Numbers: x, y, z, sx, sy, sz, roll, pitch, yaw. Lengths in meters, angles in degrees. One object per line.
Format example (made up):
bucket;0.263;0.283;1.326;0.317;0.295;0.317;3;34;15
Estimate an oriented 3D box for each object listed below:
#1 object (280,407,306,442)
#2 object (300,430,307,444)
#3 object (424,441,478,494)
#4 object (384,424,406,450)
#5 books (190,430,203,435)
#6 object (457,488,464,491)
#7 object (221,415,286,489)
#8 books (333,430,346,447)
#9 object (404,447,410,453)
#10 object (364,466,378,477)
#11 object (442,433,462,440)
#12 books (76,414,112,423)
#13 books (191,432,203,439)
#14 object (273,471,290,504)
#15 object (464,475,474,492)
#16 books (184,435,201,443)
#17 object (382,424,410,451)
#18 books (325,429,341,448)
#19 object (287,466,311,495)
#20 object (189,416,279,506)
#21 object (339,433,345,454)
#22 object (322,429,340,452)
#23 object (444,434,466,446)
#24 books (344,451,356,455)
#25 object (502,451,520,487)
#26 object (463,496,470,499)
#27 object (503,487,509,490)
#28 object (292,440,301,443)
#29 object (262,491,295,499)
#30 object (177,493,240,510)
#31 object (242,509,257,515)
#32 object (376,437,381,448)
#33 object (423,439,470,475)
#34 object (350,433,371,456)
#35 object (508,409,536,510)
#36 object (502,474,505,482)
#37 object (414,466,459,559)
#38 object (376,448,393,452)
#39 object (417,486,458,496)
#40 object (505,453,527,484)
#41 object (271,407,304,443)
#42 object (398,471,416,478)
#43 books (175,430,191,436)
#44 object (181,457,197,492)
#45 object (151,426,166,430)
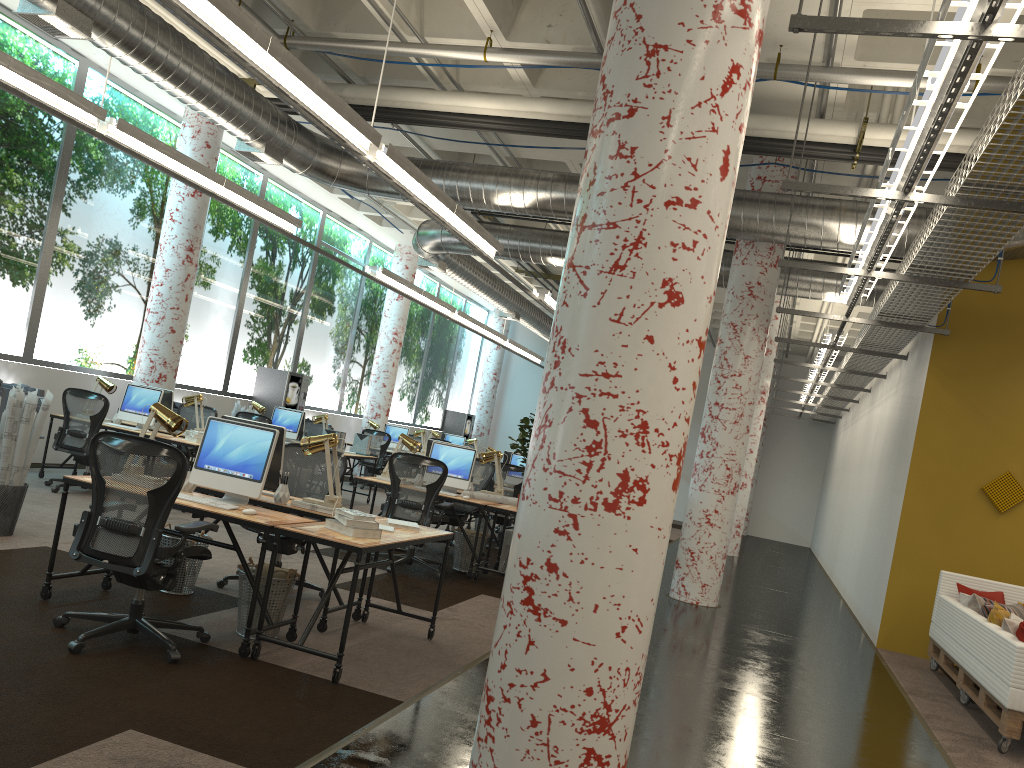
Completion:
object;-3.413;0.624;13.561;0.482;0.485;0.190;10;-1;17
object;-3.137;0.807;13.407;0.102;0.209;0.101;11;-1;-28
object;-0.618;0.855;8.915;0.482;0.485;0.190;10;-1;17
object;-2.309;1.058;17.384;0.482;0.485;0.190;10;-1;17
books;-3.419;0.537;9.713;0.184;0.030;0.153;7;-5;45
object;-0.676;1.128;9.701;0.438;0.017;0.119;10;-3;17
object;-1.747;0.483;5.852;0.482;0.485;0.190;10;-1;17
books;-2.520;0.828;12.688;0.233;0.310;0.068;10;-1;17
object;-2.032;1.241;17.230;0.102;0.209;0.101;11;-1;-28
object;-2.768;1.737;17.434;0.358;0.435;0.354;10;-2;13
object;-1.409;1.412;20.500;0.482;0.485;0.190;10;-1;17
books;-4.760;0.390;10.082;0.308;0.038;0.226;10;-3;17
books;-3.413;0.570;9.722;0.193;0.044;0.256;12;-4;-26
object;-1.470;0.667;5.698;0.102;0.209;0.101;11;-1;-28
object;-0.442;1.054;9.342;0.102;0.209;0.101;11;-1;-28
books;-3.428;0.614;9.696;0.270;0.050;0.201;8;-4;44
object;-2.208;1.042;16.803;0.482;0.485;0.190;10;-1;17
books;-2.561;0.812;12.546;0.233;0.310;0.068;10;-1;17
object;-3.132;1.402;12.922;0.358;0.435;0.354;10;-2;13
object;-1.646;0.468;5.271;0.482;0.485;0.190;10;-1;17
object;-2.533;0.829;12.651;0.280;0.302;0.151;10;-1;17
object;-2.574;0.813;12.509;0.280;0.302;0.151;10;-1;17
object;-1.308;1.396;19.919;0.482;0.485;0.190;10;-1;17
books;-2.431;1.023;13.210;0.200;0.024;0.235;11;-3;-10
object;0.082;1.222;12.520;0.482;0.485;0.190;10;-1;17
object;-0.439;1.101;8.608;0.059;0.029;0.107;10;-3;18
object;0.053;1.407;11.732;0.438;0.017;0.119;10;-3;17
object;-3.370;0.881;13.766;0.438;0.017;0.119;10;-3;17
object;-1.704;0.741;6.056;0.438;0.017;0.119;10;-3;17
object;-1.775;0.668;5.064;0.438;0.017;0.119;10;-3;17
object;-1.467;0.714;4.964;0.059;0.029;0.107;10;-3;18
object;-2.536;1.130;16.956;0.102;0.209;0.101;11;-1;-28
object;-0.719;0.870;9.496;0.482;0.485;0.190;10;-1;17
object;-2.293;0.923;13.479;0.280;0.302;0.151;10;-1;17
object;0.190;0.680;8.456;0.513;1.077;0.439;11;-1;7
object;-0.145;1.294;12.092;0.102;0.209;0.101;11;-1;-28
object;-0.655;1.361;8.991;0.846;0.933;0.105;10;0;12
object;-2.337;1.243;16.596;0.438;0.017;0.119;10;-3;17
object;-0.747;1.055;8.708;0.438;0.017;0.119;10;-3;17
object;0.183;1.207;11.939;0.482;0.485;0.190;10;-1;17
object;-3.659;0.916;13.064;1.075;1.208;0.191;10;-1;17
object;-2.676;1.634;15.369;0.365;0.436;3.427;10;-3;26
books;-3.780;0.597;10.463;0.308;0.038;0.226;10;-3;17
object;-1.974;0.556;5.423;0.102;0.209;0.101;11;-1;-28
object;-4.236;0.541;10.769;0.438;0.017;0.119;10;-3;17
